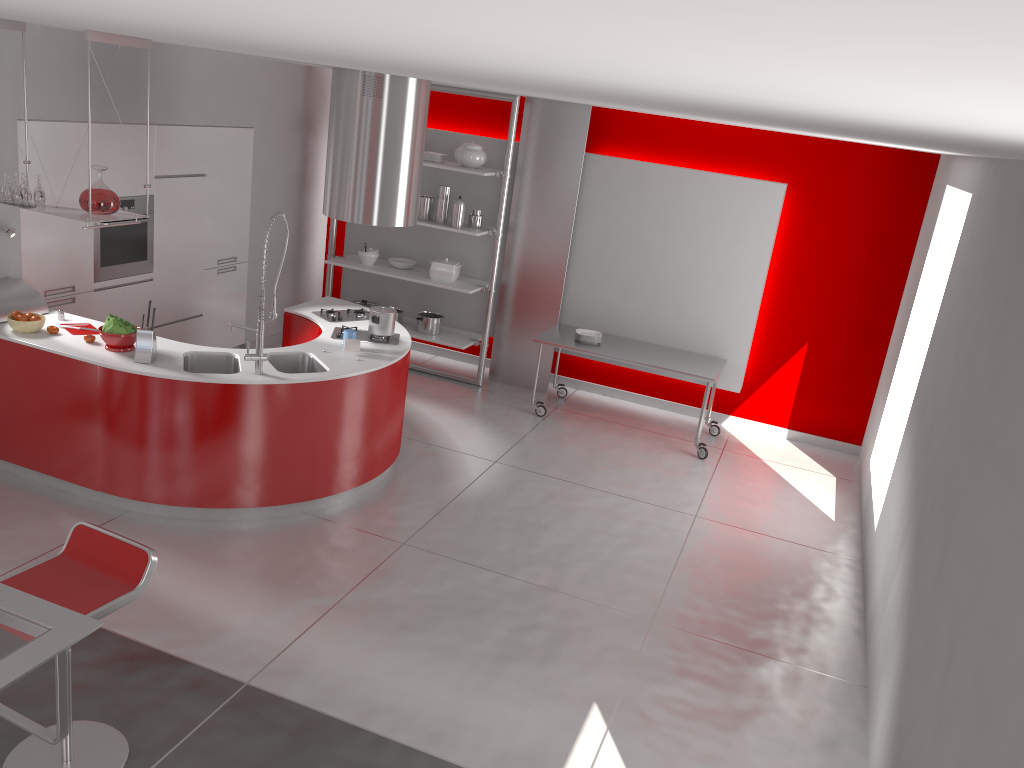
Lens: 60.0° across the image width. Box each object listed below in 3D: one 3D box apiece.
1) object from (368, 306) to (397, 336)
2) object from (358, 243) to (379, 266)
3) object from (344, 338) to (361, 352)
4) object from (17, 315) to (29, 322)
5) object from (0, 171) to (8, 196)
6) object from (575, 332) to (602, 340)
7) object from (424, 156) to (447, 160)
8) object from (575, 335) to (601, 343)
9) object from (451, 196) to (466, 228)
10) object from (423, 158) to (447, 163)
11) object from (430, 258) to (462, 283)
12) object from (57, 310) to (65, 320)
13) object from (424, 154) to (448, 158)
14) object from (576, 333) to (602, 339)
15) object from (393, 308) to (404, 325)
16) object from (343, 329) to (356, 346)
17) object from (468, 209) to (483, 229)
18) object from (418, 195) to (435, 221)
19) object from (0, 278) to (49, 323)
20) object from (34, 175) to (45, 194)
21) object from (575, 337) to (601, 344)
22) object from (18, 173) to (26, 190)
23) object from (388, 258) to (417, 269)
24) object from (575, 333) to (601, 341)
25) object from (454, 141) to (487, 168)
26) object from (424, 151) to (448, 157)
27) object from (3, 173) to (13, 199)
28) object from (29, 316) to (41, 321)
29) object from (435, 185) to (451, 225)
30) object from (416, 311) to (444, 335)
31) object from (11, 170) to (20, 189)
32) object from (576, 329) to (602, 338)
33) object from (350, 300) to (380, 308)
[{"bbox_3d":[-0.889,-0.437,6.076,0.189,0.185,0.218,2,19,-19],"label":"object"},{"bbox_3d":[-1.334,-1.217,8.249,0.192,0.214,0.192,9,18,4],"label":"object"},{"bbox_3d":[-1.020,-0.251,5.661,0.100,0.080,0.109,4,18,-12],"label":"object"},{"bbox_3d":[-2.876,-0.381,5.213,0.065,0.052,0.062,9,18,2],"label":"object"},{"bbox_3d":[-2.945,-1.164,5.153,0.060,0.141,0.060,14,18,17],"label":"object"},{"bbox_3d":[0.657,-0.412,7.628,0.228,0.020,0.228,8,18,0],"label":"object"},{"bbox_3d":[-0.695,-2.000,7.858,0.200,0.030,0.200,14,18,17],"label":"object"},{"bbox_3d":[0.654,-0.392,7.634,0.228,0.020,0.228,8,18,0],"label":"object"},{"bbox_3d":[-0.467,-1.506,7.751,0.115,0.274,0.115,11,18,10],"label":"object"},{"bbox_3d":[-0.697,-1.985,7.862,0.200,0.030,0.200,14,18,17],"label":"object"},{"bbox_3d":[-0.607,-1.049,8.080,0.282,0.197,0.235,10,18,8],"label":"object"},{"bbox_3d":[-2.812,-0.432,5.528,0.043,0.066,0.042,18,20,29],"label":"object"},{"bbox_3d":[-0.693,-2.014,7.853,0.200,0.030,0.200,14,18,17],"label":"object"},{"bbox_3d":[0.658,-0.421,7.625,0.228,0.020,0.228,8,18,0],"label":"object"},{"bbox_3d":[-1.119,-0.635,8.367,0.182,0.122,0.196,0,19,-23],"label":"object"},{"bbox_3d":[-1.057,-0.302,5.775,0.080,0.100,0.109,5,18,-9],"label":"object"},{"bbox_3d":[-0.325,-1.476,7.911,0.127,0.157,0.127,17,20,27],"label":"object"},{"bbox_3d":[-0.790,-1.581,7.955,0.184,0.205,0.172,15,19,22],"label":"object"},{"bbox_3d":[-3.136,-0.518,5.465,0.300,0.170,0.400,14,18,17],"label":"object"},{"bbox_3d":[-2.759,-1.145,5.174,0.060,0.141,0.060,14,18,17],"label":"object"},{"bbox_3d":[0.653,-0.383,7.637,0.228,0.020,0.228,8,18,0],"label":"object"},{"bbox_3d":[-2.858,-1.161,5.181,0.060,0.141,0.060,14,18,17],"label":"object"},{"bbox_3d":[-1.032,-1.122,8.322,0.272,0.072,0.272,2,18,-17],"label":"object"},{"bbox_3d":[0.656,-0.402,7.631,0.228,0.020,0.228,8,18,0],"label":"object"},{"bbox_3d":[-0.361,-2.008,7.765,0.287,0.222,0.287,-1,20,-27],"label":"object"},{"bbox_3d":[-0.691,-2.029,7.848,0.200,0.030,0.200,14,18,17],"label":"object"},{"bbox_3d":[-2.886,-1.134,5.084,0.060,0.141,0.060,6,18,-5],"label":"object"},{"bbox_3d":[-2.815,-0.379,5.236,0.066,0.049,0.062,16,19,25],"label":"object"},{"bbox_3d":[-0.609,-1.583,7.838,0.109,0.329,0.110,13,18,15],"label":"object"},{"bbox_3d":[-0.765,-0.564,8.237,0.240,0.161,0.259,8,18,1],"label":"object"},{"bbox_3d":[-2.926,-1.187,5.234,0.060,0.141,0.060,14,18,17],"label":"object"},{"bbox_3d":[0.660,-0.431,7.622,0.228,0.020,0.228,8,18,0],"label":"object"},{"bbox_3d":[-1.448,-0.729,8.501,0.308,0.130,0.407,16,19,24],"label":"object"}]
